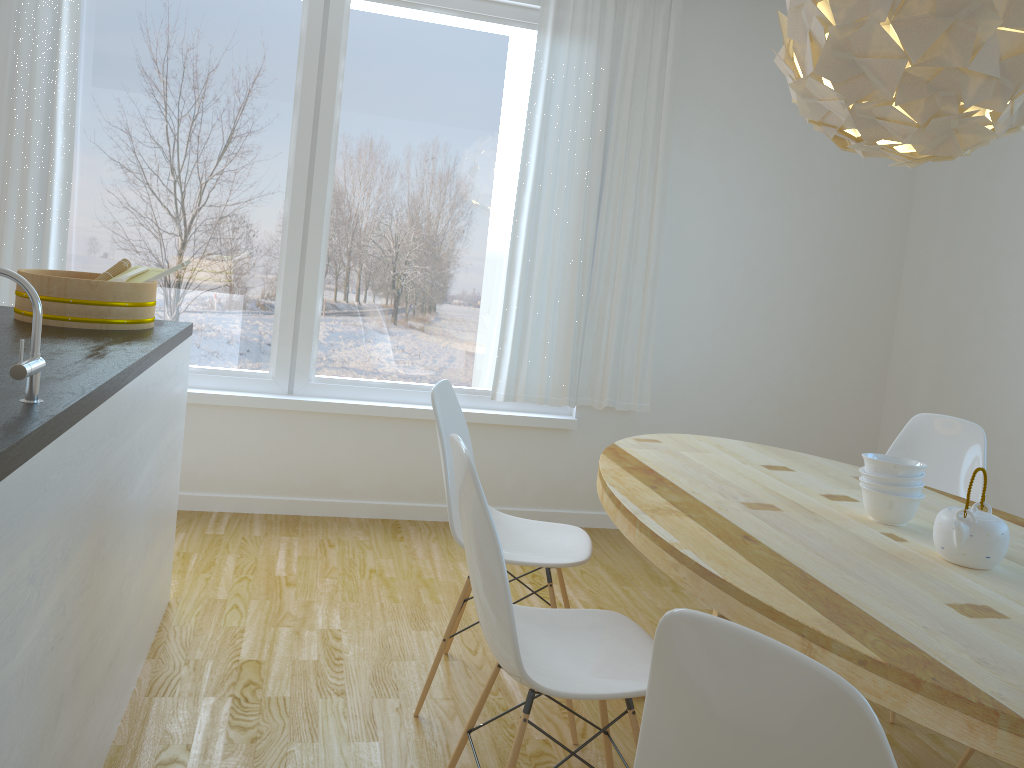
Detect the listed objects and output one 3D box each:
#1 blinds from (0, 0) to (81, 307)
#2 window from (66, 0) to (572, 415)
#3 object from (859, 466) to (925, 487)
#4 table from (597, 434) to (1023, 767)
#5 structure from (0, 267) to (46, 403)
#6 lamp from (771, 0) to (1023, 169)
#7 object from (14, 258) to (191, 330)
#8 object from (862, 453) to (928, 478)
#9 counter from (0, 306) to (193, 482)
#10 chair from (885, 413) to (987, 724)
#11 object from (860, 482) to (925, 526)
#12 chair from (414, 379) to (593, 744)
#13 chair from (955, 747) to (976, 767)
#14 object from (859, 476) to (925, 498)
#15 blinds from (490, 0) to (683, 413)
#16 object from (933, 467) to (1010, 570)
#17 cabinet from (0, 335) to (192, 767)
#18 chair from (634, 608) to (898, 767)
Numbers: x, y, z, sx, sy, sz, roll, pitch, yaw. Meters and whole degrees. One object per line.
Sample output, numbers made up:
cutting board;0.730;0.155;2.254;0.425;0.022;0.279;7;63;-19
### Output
blinds;-2.176;-1.156;3.562;0.794;2.149;0.151;5;4;-14
window;-0.930;-0.902;4.069;2.723;1.909;0.089;5;4;-13
object;0.941;0.255;2.205;0.151;0.095;0.153;7;7;3
table;0.827;0.708;2.127;1.192;0.721;2.206;5;8;-15
structure;-0.833;-0.078;1.403;0.162;0.214;0.097;5;5;-13
lamp;0.965;-1.049;1.996;0.646;1.129;0.643;5;5;-14
object;-1.250;-0.292;2.654;0.379;0.213;0.431;8;7;15
object;0.947;0.227;2.205;0.152;0.086;0.152;8;7;15
counter;-1.090;-0.019;1.705;0.600;0.040;2.418;5;8;-13
chair;1.288;0.556;2.984;0.522;0.897;0.433;2;6;-38
object;0.942;0.302;2.207;0.152;0.082;0.152;10;8;26
chair;-0.005;0.467;2.579;0.523;0.897;0.432;7;5;7
chair;1.570;0.683;2.279;0.522;0.897;0.432;5;5;-13
object;0.941;0.279;2.207;0.152;0.092;0.152;10;7;26
blinds;0.409;-0.950;4.164;0.794;2.149;0.151;5;4;-13
object;0.986;0.282;1.915;0.177;0.210;0.148;5;6;-14
cabinet;-1.142;0.449;1.739;0.600;0.905;2.418;5;7;-13
chair;0.398;0.706;1.148;0.522;0.897;0.432;2;7;-43
